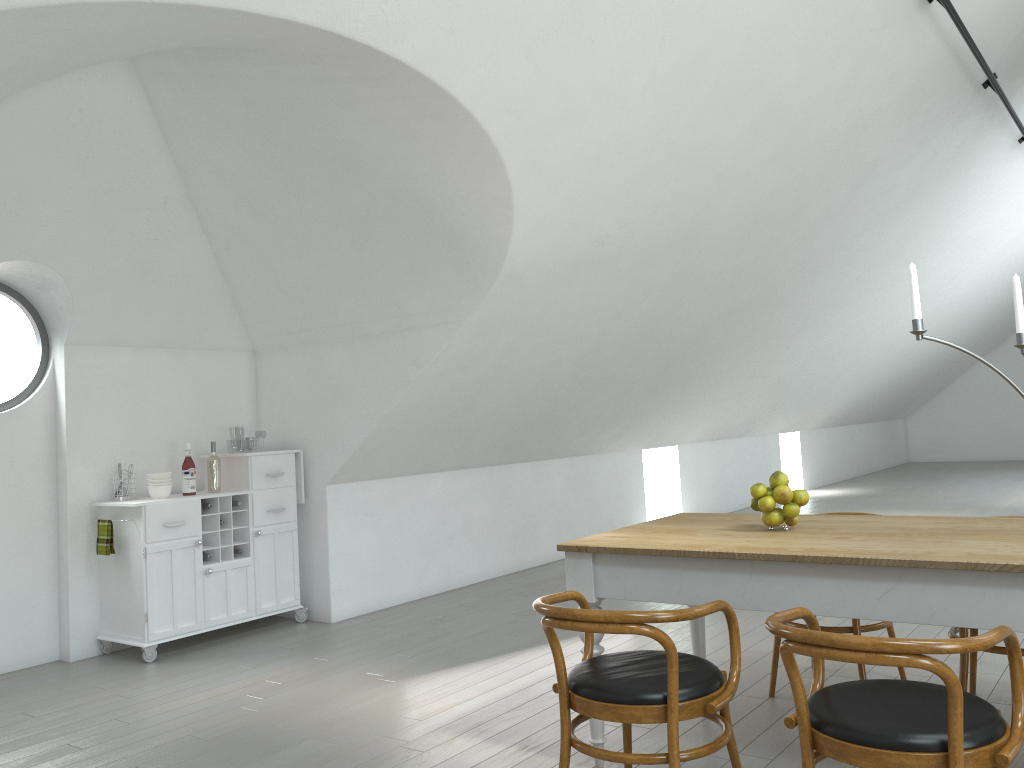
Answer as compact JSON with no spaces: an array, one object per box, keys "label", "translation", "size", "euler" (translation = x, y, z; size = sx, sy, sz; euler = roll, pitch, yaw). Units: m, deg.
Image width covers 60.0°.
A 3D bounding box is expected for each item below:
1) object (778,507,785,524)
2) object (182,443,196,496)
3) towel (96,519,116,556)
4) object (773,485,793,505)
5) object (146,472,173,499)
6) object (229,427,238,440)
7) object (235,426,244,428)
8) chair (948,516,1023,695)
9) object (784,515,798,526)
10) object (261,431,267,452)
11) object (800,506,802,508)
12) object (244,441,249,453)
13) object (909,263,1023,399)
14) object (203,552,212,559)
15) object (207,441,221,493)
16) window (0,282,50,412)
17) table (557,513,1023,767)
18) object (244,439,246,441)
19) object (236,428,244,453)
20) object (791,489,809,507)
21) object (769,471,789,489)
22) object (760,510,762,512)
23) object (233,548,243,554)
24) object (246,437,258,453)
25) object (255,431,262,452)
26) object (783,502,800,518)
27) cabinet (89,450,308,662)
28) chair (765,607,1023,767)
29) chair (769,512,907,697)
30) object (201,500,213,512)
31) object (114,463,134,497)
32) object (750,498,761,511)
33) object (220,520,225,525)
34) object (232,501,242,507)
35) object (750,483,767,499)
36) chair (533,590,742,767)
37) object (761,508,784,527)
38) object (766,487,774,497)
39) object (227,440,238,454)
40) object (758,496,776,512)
[{"label":"object","translation":[0.990,0.492,3.300],"size":[0.063,0.064,0.063],"euler":[0,-5,-42]},{"label":"object","translation":[-2.049,0.540,5.618],"size":[0.081,0.330,0.081],"euler":[-6,-5,33]},{"label":"towel","translation":[-2.399,0.902,5.221],"size":[0.150,0.204,0.049],"euler":[-6,-5,37]},{"label":"object","translation":[0.979,0.401,3.202],"size":[0.072,0.071,0.066],"euler":[-4,-4,6]},{"label":"object","translation":[-2.154,0.622,5.422],"size":[0.154,0.160,0.157],"euler":[-2,-4,-25]},{"label":"object","translation":[-1.891,0.385,6.027],"size":[0.054,0.179,0.054],"euler":[-6,-5,31]},{"label":"object","translation":[-1.869,0.383,6.087],"size":[0.063,0.187,0.063],"euler":[-5,-5,23]},{"label":"chair","translation":[1.991,0.925,3.489],"size":[0.526,0.736,0.621],"euler":[-6,-4,32]},{"label":"object","translation":[1.019,0.494,3.235],"size":[0.051,0.050,0.049],"euler":[-6,-5,40]},{"label":"object","translation":[-1.710,0.394,6.096],"size":[0.046,0.143,0.046],"euler":[1,-6,-42]},{"label":"object","translation":[1.043,0.439,3.291],"size":[0.070,0.072,0.071],"euler":[-3,-4,1]},{"label":"object","translation":[-1.774,0.422,5.959],"size":[0.077,0.085,0.077],"euler":[-7,-5,45]},{"label":"object","translation":[1.636,0.037,2.742],"size":[0.774,0.877,0.265],"euler":[-4,-4,11]},{"label":"object","translation":[-1.972,1.076,5.590],"size":[0.330,0.086,0.156],"euler":[-5,-4,38]},{"label":"object","translation":[-1.936,0.540,5.759],"size":[0.085,0.331,0.085],"euler":[-3,-4,-4]},{"label":"window","translation":[-3.109,-0.218,5.147],"size":[0.060,0.902,0.899],"euler":[-7,-5,37]},{"label":"table","translation":[1.823,0.857,2.587],"size":[3.343,0.801,1.018],"euler":[-5,-4,37]},{"label":"object","translation":[-1.819,0.421,6.029],"size":[0.071,0.099,0.071],"euler":[1,-5,-45]},{"label":"object","translation":[-1.809,0.380,5.906],"size":[0.048,0.170,0.048],"euler":[-2,-5,-21]},{"label":"object","translation":[1.046,0.416,3.231],"size":[0.072,0.064,0.071],"euler":[-5,-4,30]},{"label":"object","translation":[0.980,0.356,3.255],"size":[0.072,0.074,0.072],"euler":[-6,-4,37]},{"label":"object","translation":[0.936,0.440,3.309],"size":[0.077,0.076,0.076],"euler":[-3,-4,4]},{"label":"object","translation":[-1.862,1.079,5.725],"size":[0.358,0.081,0.081],"euler":[-5,-4,35]},{"label":"object","translation":[-1.728,0.406,5.888],"size":[0.082,0.105,0.081],"euler":[-2,-4,-15]},{"label":"object","translation":[-1.723,0.391,6.024],"size":[0.046,0.143,0.046],"euler":[1,-6,-42]},{"label":"object","translation":[1.006,0.454,3.193],"size":[0.059,0.056,0.059],"euler":[-5,-4,31]},{"label":"cabinet","translation":[-1.977,1.040,5.676],"size":[0.609,1.156,1.242],"euler":[-6,-5,37]},{"label":"chair","translation":[0.943,0.923,2.174],"size":[0.526,0.736,0.621],"euler":[-6,-5,40]},{"label":"chair","translation":[1.456,0.978,3.974],"size":[0.526,0.736,0.621],"euler":[-6,-5,39]},{"label":"object","translation":[-2.005,0.770,5.588],"size":[0.358,0.094,0.092],"euler":[-5,-4,37]},{"label":"object","translation":[-2.396,0.593,5.480],"size":[0.065,0.209,0.115],"euler":[-7,-5,39]},{"label":"object","translation":[0.904,0.442,3.264],"size":[0.053,0.053,0.051],"euler":[-5,-4,28]},{"label":"object","translation":[-1.943,0.882,5.664],"size":[0.330,0.086,0.085],"euler":[-5,-4,36]},{"label":"object","translation":[-1.873,0.775,5.749],"size":[0.359,0.085,0.087],"euler":[-5,-4,37]},{"label":"object","translation":[0.902,0.392,3.242],"size":[0.062,0.060,0.062],"euler":[-6,-4,37]},{"label":"chair","translation":[0.372,0.976,2.612],"size":[0.526,0.736,0.621],"euler":[-6,-4,33]},{"label":"object","translation":[0.951,0.484,3.238],"size":[0.078,0.074,0.080],"euler":[-3,-3,-8]},{"label":"object","translation":[0.946,0.406,3.268],"size":[0.052,0.051,0.053],"euler":[-4,-4,8]},{"label":"object","translation":[-1.866,0.423,5.950],"size":[0.093,0.094,0.094],"euler":[-2,-4,-21]},{"label":"object","translation":[0.923,0.434,3.210],"size":[0.062,0.060,0.062],"euler":[-6,-5,41]}]
